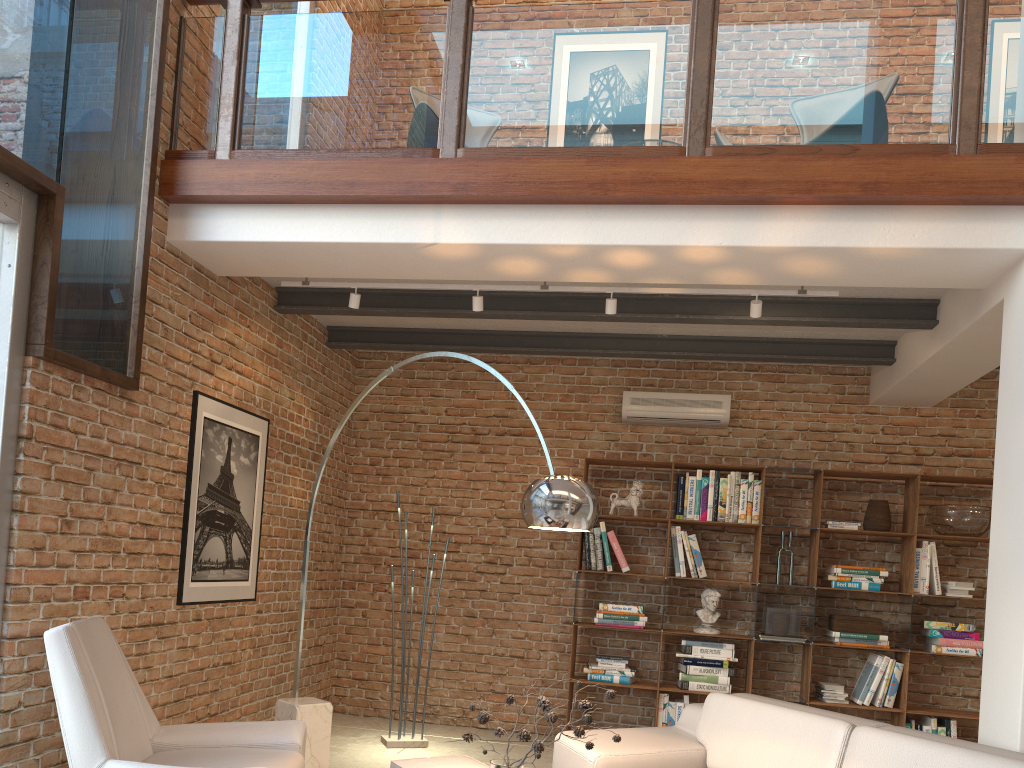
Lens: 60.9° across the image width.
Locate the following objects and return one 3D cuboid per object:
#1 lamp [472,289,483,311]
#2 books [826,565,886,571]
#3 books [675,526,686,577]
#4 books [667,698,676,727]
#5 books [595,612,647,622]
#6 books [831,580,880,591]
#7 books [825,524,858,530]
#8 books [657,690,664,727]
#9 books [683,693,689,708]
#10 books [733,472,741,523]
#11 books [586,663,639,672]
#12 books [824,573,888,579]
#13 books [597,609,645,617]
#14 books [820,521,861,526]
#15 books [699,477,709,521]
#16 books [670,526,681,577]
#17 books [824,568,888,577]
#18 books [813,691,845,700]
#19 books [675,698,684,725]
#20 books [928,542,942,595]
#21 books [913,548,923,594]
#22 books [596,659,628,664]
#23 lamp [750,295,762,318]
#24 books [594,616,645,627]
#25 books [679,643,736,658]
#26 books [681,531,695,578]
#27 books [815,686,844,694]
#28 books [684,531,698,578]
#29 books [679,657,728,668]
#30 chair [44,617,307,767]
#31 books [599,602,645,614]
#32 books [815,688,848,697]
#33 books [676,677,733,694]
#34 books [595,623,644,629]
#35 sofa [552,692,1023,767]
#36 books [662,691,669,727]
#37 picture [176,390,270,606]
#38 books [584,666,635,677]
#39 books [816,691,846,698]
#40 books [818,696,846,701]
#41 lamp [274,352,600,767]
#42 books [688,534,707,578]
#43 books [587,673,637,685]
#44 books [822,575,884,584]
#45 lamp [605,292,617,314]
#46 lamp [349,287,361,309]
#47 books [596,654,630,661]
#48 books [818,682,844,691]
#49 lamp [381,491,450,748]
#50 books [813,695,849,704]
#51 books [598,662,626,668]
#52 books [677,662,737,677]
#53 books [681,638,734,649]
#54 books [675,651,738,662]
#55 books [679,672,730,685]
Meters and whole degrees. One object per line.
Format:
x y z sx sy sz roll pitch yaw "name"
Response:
-0.190 -0.464 4.887 0.061 0.119 0.087 3 -5 12 "lamp"
2.516 1.352 6.396 0.355 0.020 0.278 2 -12 8 "books"
1.272 1.271 6.591 0.103 0.377 0.248 4 -4 10 "books"
1.197 2.541 6.569 0.057 0.325 0.259 4 -5 10 "books"
0.828 1.772 6.639 0.379 0.036 0.249 3 -12 3 "books"
2.511 1.478 6.382 0.326 0.054 0.260 0 -12 19 "books"
2.401 1.049 6.362 0.205 0.033 0.135 2 -11 10 "books"
1.115 2.510 6.576 0.036 0.377 0.248 4 -4 10 "books"
1.318 2.520 6.566 0.079 0.379 0.248 4 -4 10 "books"
1.679 0.862 6.548 0.036 0.377 0.248 4 -4 10 "books"
0.762 2.161 6.645 0.379 0.018 0.249 4 -12 2 "books"
2.511 1.405 6.383 0.379 0.018 0.249 4 -12 2 "books"
0.831 1.748 6.660 0.355 0.020 0.278 2 -12 8 "books"
2.398 1.025 6.370 0.236 0.018 0.174 4 -12 3 "books"
1.447 0.883 6.596 0.055 0.324 0.259 4 -5 10 "books"
1.239 1.274 6.621 0.101 0.378 0.248 4 -4 10 "books"
2.513 1.376 6.375 0.379 0.036 0.249 3 -12 3 "books"
2.326 2.289 6.402 0.162 0.017 0.257 3 -12 5 "books"
1.251 2.540 6.554 0.055 0.324 0.259 4 -5 10 "books"
3.036 1.338 6.323 0.101 0.378 0.248 4 -4 10 "books"
2.901 1.356 6.322 0.055 0.324 0.259 4 -5 10 "books"
0.763 2.116 6.678 0.236 0.018 0.174 4 -12 3 "books"
1.302 -0.410 4.649 0.060 0.114 0.096 3 -6 17 "lamp"
0.816 1.809 6.647 0.379 0.036 0.249 3 -12 5 "books"
1.466 2.000 6.549 0.379 0.063 0.249 3 -11 4 "books"
1.325 1.291 6.592 0.124 0.343 0.276 4 -5 10 "books"
2.329 2.245 6.402 0.162 0.017 0.258 2 -12 10 "books"
1.348 1.294 6.597 0.124 0.343 0.276 4 -5 10 "books"
1.431 2.073 6.521 0.326 0.054 0.260 3 -11 4 "books"
-1.379 1.488 3.585 0.985 0.982 1.043 5 -7 -6 "chair"
0.841 1.710 6.657 0.326 0.054 0.260 2 -12 12 "books"
2.348 2.266 6.410 0.171 0.018 0.241 3 -12 3 "books"
1.436 2.253 6.523 0.379 0.063 0.249 3 -11 4 "books"
0.824 1.839 6.651 0.355 0.020 0.278 2 -12 10 "books"
1.256 1.809 3.663 1.156 0.742 2.353 9 -12 -29 "sofa"
1.154 2.514 6.586 0.036 0.377 0.248 4 -4 10 "books"
-1.707 0.721 5.225 0.027 1.177 0.929 4 -5 10 "picture"
0.746 2.190 6.657 0.379 0.036 0.250 2 -12 9 "books"
2.340 2.278 6.403 0.156 0.008 0.248 3 -12 5 "books"
2.338 2.303 6.403 0.156 0.008 0.248 3 -12 5 "books"
-0.428 1.005 4.157 0.323 2.313 2.035 5 -5 -44 "lamp"
1.393 1.301 6.575 0.158 0.324 0.259 4 -5 10 "books"
0.762 2.235 6.645 0.326 0.054 0.260 0 -12 19 "books"
2.495 1.433 6.395 0.379 0.036 0.250 2 -12 9 "books"
0.542 -0.433 4.765 0.061 0.127 0.087 3 -5 12 "lamp"
-0.902 -0.486 5.002 0.060 0.127 0.087 5 -5 -20 "lamp"
0.771 2.086 6.657 0.252 0.017 0.166 2 -12 9 "books"
2.344 2.222 6.405 0.132 0.033 0.210 3 -12 5 "books"
-0.702 1.680 6.227 0.420 1.793 0.200 5 -2 -20 "lamp"
2.345 2.318 6.408 0.171 0.018 0.241 4 -12 -2 "books"
0.766 2.141 6.669 0.205 0.033 0.135 2 -11 10 "books"
1.455 2.136 6.527 0.380 0.063 0.249 5 -11 -4 "books"
1.464 1.949 6.547 0.379 0.036 0.250 2 -12 9 "books"
1.452 2.038 6.532 0.444 0.020 0.278 2 -12 9 "books"
1.442 2.198 6.543 0.361 0.054 0.289 2 -12 12 "books"
